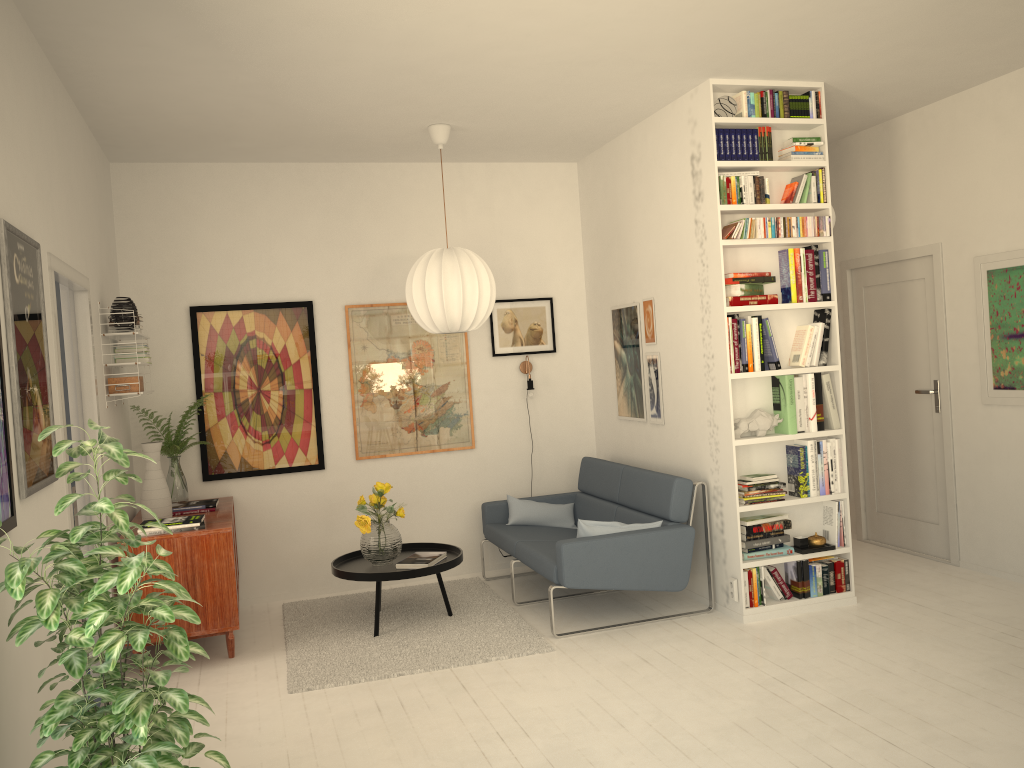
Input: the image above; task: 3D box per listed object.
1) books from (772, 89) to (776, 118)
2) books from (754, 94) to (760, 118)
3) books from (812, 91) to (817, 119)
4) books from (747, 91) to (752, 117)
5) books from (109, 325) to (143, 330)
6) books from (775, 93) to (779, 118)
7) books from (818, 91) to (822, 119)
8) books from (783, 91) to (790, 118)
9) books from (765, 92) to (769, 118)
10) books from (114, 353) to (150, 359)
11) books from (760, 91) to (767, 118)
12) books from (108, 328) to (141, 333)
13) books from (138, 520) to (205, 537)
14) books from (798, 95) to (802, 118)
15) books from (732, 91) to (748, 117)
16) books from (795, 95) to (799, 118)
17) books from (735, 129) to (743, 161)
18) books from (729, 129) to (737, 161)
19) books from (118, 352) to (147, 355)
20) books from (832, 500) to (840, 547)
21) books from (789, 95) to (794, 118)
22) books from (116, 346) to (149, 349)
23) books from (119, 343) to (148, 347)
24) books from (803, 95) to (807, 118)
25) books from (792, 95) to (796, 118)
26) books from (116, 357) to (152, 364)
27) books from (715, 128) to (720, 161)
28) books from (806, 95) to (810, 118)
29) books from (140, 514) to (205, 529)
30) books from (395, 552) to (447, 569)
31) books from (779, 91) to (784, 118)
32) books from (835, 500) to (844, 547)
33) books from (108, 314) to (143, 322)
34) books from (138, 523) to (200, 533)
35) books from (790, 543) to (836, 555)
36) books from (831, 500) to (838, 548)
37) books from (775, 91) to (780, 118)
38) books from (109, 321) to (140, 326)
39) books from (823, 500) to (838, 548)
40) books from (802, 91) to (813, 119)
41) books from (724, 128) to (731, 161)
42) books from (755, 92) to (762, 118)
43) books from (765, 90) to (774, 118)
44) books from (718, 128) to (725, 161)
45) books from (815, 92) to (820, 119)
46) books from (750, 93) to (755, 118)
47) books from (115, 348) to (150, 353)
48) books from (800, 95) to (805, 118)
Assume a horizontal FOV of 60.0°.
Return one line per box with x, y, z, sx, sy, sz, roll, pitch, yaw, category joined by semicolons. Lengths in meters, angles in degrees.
1.393;-1.520;4.916;0.012;0.157;0.220;-4;2;-17;books
1.284;-1.500;4.897;0.025;0.131;0.253;-4;2;-17;books
1.634;-1.537;4.992;0.020;0.156;0.229;-4;2;-17;books
1.248;-1.504;4.868;0.013;0.146;0.208;-4;2;-17;books
-2.145;-0.312;4.935;0.158;0.019;0.131;-4;2;-15;books
1.411;-1.512;4.911;0.019;0.137;0.201;-4;2;-17;books
1.664;-1.540;5.021;0.014;0.154;0.260;-4;2;-17;books
1.473;-1.524;4.932;0.032;0.152;0.200;-4;2;-17;books
1.355;-1.513;4.901;0.024;0.148;0.188;-4;2;-17;books
-2.233;-0.162;5.217;0.168;0.021;0.197;-4;2;-15;books
1.335;-1.509;4.878;0.028;0.147;0.192;-4;2;-17;books
-2.150;-0.287;4.931;0.159;0.028;0.147;-5;2;-20;books
-1.773;0.750;4.631;0.320;0.020;0.237;-5;2;-21;books
1.556;-1.518;4.929;0.017;0.130;0.150;-4;2;-17;books
1.235;-1.504;4.846;0.026;0.149;0.155;-4;2;-17;books
1.539;-1.517;4.924;0.017;0.130;0.150;-4;2;-17;books
1.193;-1.282;4.852;0.034;0.178;0.188;-4;2;-17;books
1.160;-1.280;4.841;0.034;0.178;0.188;-4;2;-17;books
-2.239;-0.178;5.232;0.147;0.012;0.195;-5;2;-20;books
1.807;0.784;5.010;0.033;0.258;0.130;-4;1;-17;books
1.506;-1.514;4.913;0.017;0.130;0.150;-4;2;-17;books
-2.233;-0.213;5.226;0.153;0.013;0.197;-4;2;-15;books
-2.228;-0.227;5.225;0.147;0.016;0.195;-5;2;-20;books
1.590;-1.521;4.939;0.017;0.130;0.150;-4;2;-17;books
1.523;-1.516;4.918;0.017;0.130;0.150;-4;2;-17;books
-2.228;-0.134;5.227;0.179;0.037;0.190;-4;2;-18;books
1.060;-1.272;4.810;0.034;0.178;0.188;-4;2;-17;books
1.606;-1.522;4.944;0.017;0.130;0.150;-4;2;-17;books
-1.773;0.718;4.630;0.311;0.015;0.192;-4;2;-14;books
-0.521;1.017;5.122;0.200;0.031;0.289;-3;2;17;books
1.437;-1.522;4.938;0.032;0.154;0.212;-4;2;-17;books
1.817;0.781;5.042;0.008;0.256;0.184;-4;1;-17;books
-2.142;-0.363;4.922;0.178;0.036;0.145;-5;2;-24;books
-1.783;0.734;4.627;0.296;0.015;0.240;-4;2;-18;books
1.669;0.912;4.934;0.215;0.023;0.130;-4;2;-17;books
1.788;0.784;5.041;0.030;0.256;0.198;-4;1;-17;books
1.422;-1.520;4.921;0.009;0.151;0.208;-4;2;-17;books
-2.154;-0.332;4.925;0.155;0.024;0.136;-5;2;-24;books
1.779;0.784;5.036;0.034;0.257;0.209;-4;1;-17;books
1.625;-1.534;4.950;0.019;0.157;0.150;-4;1;-17;books
1.126;-1.277;4.831;0.034;0.178;0.188;-4;2;-17;books
1.308;-1.506;4.890;0.018;0.141;0.206;-4;2;-17;books
1.375;-1.519;4.915;0.024;0.156;0.228;-4;2;-17;books
1.093;-1.275;4.821;0.034;0.178;0.188;-4;2;-17;books
1.655;-1.537;4.995;0.021;0.151;0.228;-4;2;-17;books
1.273;-1.500;4.849;0.023;0.136;0.161;-4;2;-17;books
-2.233;-0.195;5.219;0.173;0.023;0.190;-4;2;-18;books
1.573;-1.520;4.934;0.017;0.130;0.150;-4;2;-17;books
